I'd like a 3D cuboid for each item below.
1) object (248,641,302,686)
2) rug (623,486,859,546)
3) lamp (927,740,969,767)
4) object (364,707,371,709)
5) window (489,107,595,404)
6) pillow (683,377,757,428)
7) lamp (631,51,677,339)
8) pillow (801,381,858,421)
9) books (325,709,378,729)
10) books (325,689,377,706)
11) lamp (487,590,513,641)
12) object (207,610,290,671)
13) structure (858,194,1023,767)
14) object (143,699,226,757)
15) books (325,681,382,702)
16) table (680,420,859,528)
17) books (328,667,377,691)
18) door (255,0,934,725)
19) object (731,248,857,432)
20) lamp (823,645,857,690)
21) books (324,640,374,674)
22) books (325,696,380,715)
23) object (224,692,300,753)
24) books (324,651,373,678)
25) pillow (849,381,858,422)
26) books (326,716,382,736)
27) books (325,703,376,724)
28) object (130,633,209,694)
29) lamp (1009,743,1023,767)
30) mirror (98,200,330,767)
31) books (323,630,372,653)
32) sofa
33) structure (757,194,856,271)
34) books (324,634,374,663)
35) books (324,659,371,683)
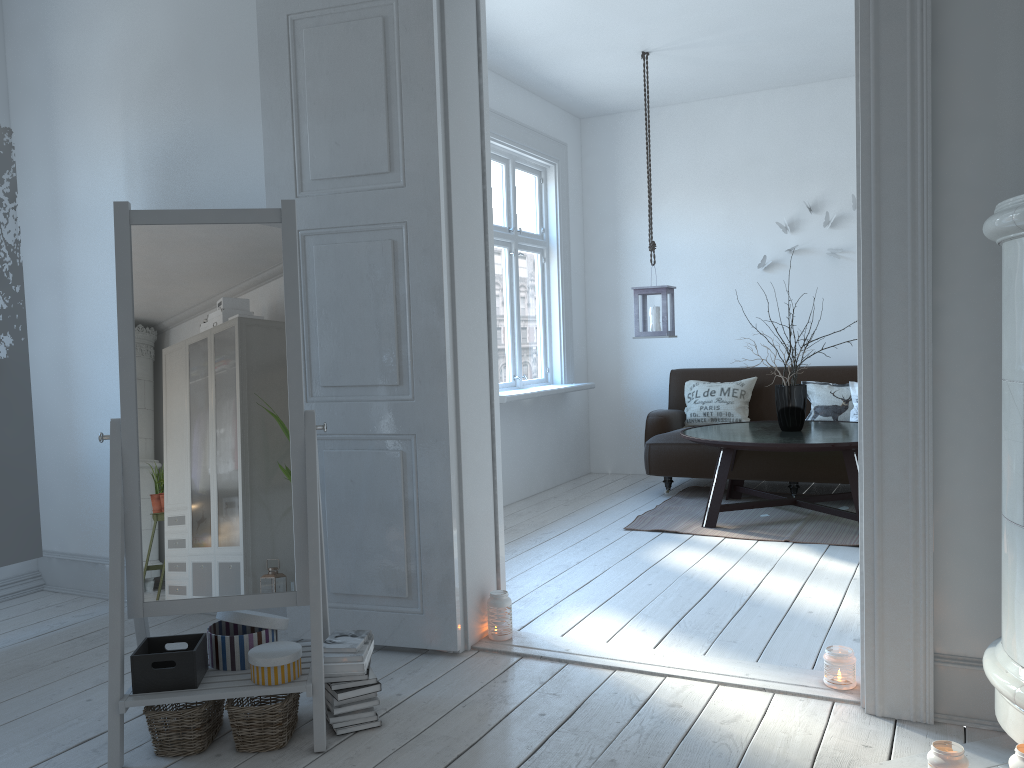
[{"bbox_3d":[-0.648,0.765,2.432,0.142,0.075,0.142,-1,3,11],"label":"object"},{"bbox_3d":[1.670,0.745,5.222,1.710,0.055,1.454,-1,3,28],"label":"rug"},{"bbox_3d":[0.964,0.873,1.961,0.084,0.146,0.084,0,4,31],"label":"lamp"},{"bbox_3d":[-0.473,0.909,2.565,0.111,0.014,0.156,-3,3,-20],"label":"object"},{"bbox_3d":[-2.719,-3.632,30.666,27.755,15.037,51.230,0,3,27],"label":"window"},{"bbox_3d":[1.456,0.139,6.260,0.519,0.367,0.238,0,4,27],"label":"pillow"},{"bbox_3d":[0.864,-1.165,5.481,0.228,1.764,0.228,0,4,24],"label":"lamp"},{"bbox_3d":[2.157,0.145,5.859,0.473,0.348,0.158,-1,4,25],"label":"pillow"},{"bbox_3d":[-0.469,0.941,2.556,0.128,0.016,0.176,-3,3,-22],"label":"books"},{"bbox_3d":[-0.478,0.876,2.556,0.128,0.022,0.167,-3,3,-29],"label":"books"},{"bbox_3d":[-0.044,0.831,3.188,0.089,0.166,0.089,0,4,26],"label":"lamp"},{"bbox_3d":[-0.772,0.720,2.600,0.207,0.159,0.240,0,4,35],"label":"object"},{"bbox_3d":[1.228,-0.388,1.805,1.247,2.831,0.800,-3,4,-18],"label":"structure"},{"bbox_3d":[-0.901,0.921,2.472,0.185,0.140,0.295,-2,3,-1],"label":"object"},{"bbox_3d":[-0.471,0.853,2.542,0.128,0.022,0.193,-4,3,-30],"label":"books"},{"bbox_3d":[1.649,0.523,5.185,1.300,0.504,1.298,-1,3,17],"label":"table"},{"bbox_3d":[-0.468,0.832,2.548,0.128,0.016,0.178,-3,3,-20],"label":"books"},{"bbox_3d":[0.423,-0.328,2.829,2.599,2.508,0.577,0,4,27],"label":"door"},{"bbox_3d":[1.691,-0.254,5.029,0.845,1.067,0.525,-2,3,-2],"label":"object"},{"bbox_3d":[0.982,0.849,2.656,0.093,0.110,0.093,1,5,44],"label":"lamp"},{"bbox_3d":[-0.471,0.778,2.534,0.128,0.026,0.200,-2,3,-1],"label":"books"},{"bbox_3d":[-0.472,0.896,2.549,0.132,0.017,0.186,-3,3,-26],"label":"books"},{"bbox_3d":[-0.687,0.913,2.483,0.185,0.140,0.295,-2,3,-1],"label":"object"},{"bbox_3d":[-0.475,0.799,2.544,0.128,0.016,0.180,-2,3,-2],"label":"books"},{"bbox_3d":[2.383,0.138,5.659,0.471,0.309,0.188,0,4,28],"label":"pillow"},{"bbox_3d":[-0.464,0.958,2.556,0.128,0.016,0.178,-3,3,-25],"label":"books"},{"bbox_3d":[-0.471,0.925,2.552,0.128,0.016,0.180,-3,3,-18],"label":"books"},{"bbox_3d":[-0.933,0.762,2.426,0.165,0.103,0.155,-2,3,-8],"label":"object"},{"bbox_3d":[1.058,0.845,1.800,0.098,0.210,0.098,0,4,31],"label":"lamp"},{"bbox_3d":[-0.821,0.234,2.469,0.610,1.490,0.416,-2,4,-8],"label":"mirror"},{"bbox_3d":[-0.479,0.740,2.552,0.111,0.014,0.156,-2,3,7],"label":"books"},{"bbox_3d":[2.007,0.306,5.872,2.165,0.825,0.967,-1,3,27],"label":"sofa"},{"bbox_3d":[2.223,-1.061,6.171,1.025,0.479,0.085,-1,4,27],"label":"structure"},{"bbox_3d":[-0.476,0.756,2.538,0.132,0.017,0.186,-2,3,0],"label":"books"},{"bbox_3d":[-0.473,0.815,2.548,0.128,0.016,0.176,-2,3,-6],"label":"books"}]
